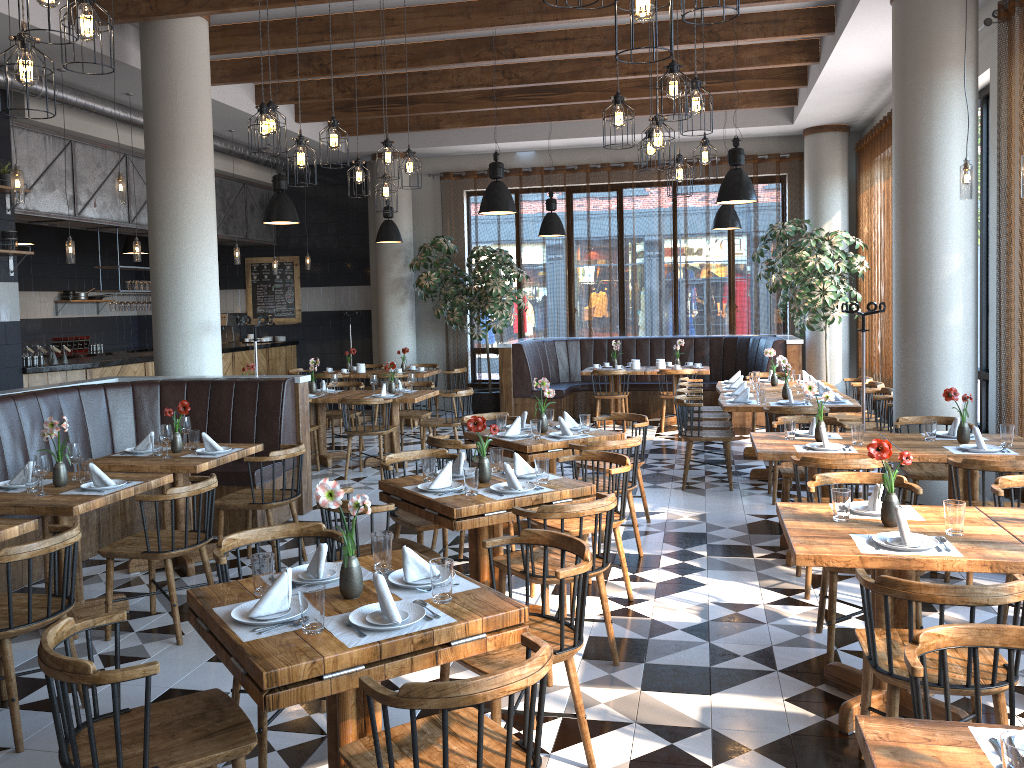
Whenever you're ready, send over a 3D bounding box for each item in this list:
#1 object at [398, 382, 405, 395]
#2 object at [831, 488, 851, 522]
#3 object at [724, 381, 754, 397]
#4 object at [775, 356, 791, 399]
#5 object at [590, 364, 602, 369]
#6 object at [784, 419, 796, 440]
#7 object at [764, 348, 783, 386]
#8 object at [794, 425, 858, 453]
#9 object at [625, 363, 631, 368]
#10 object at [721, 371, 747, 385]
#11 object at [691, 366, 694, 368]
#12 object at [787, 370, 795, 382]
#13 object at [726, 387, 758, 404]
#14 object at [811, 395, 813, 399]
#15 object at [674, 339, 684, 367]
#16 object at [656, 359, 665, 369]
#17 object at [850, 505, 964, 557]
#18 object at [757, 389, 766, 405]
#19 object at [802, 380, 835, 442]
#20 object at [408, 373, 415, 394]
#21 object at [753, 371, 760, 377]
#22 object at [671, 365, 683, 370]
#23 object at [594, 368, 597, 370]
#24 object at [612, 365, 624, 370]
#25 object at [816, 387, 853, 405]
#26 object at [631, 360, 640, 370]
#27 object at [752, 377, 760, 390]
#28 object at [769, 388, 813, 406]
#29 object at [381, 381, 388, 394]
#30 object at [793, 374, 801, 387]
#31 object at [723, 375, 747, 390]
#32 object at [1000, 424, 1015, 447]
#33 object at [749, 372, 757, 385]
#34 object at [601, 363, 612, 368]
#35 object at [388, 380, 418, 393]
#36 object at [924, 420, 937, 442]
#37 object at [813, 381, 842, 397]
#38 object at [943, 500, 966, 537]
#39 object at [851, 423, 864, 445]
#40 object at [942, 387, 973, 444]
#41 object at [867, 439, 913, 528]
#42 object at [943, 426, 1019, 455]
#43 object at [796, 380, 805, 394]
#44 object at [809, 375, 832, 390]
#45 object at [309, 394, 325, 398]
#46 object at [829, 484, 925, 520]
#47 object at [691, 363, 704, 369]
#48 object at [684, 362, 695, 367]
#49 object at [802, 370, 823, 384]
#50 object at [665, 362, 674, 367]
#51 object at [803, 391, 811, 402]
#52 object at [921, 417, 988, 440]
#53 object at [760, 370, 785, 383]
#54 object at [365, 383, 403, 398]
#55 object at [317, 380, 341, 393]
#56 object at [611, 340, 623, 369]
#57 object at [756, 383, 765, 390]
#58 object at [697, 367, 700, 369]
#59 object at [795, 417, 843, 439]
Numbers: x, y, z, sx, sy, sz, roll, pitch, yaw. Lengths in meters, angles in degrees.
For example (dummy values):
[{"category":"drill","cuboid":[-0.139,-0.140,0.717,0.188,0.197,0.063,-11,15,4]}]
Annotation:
[{"category":"object","cuboid":[-1.180,0.049,9.464,0.080,0.132,0.080,2,5,42]},{"category":"object","cuboid":[1.394,0.515,3.752,0.080,0.132,0.080,-2,4,-3]},{"category":"object","cuboid":[2.208,0.041,8.633,0.272,0.137,0.353,0,5,12]},{"category":"object","cuboid":[2.519,-0.061,8.228,0.146,0.399,0.207,0,4,17]},{"category":"object","cuboid":[1.169,-0.242,12.339,0.175,0.067,0.176,-1,5,4]},{"category":"object","cuboid":[1.850,0.305,5.896,0.080,0.132,0.080,-2,4,-3]},{"category":"object","cuboid":[2.800,-0.182,9.471,0.206,0.399,0.146,-1,3,11]},{"category":"object","cuboid":[1.948,0.335,5.521,0.352,0.137,0.272,0,5,12]},{"category":"object","cuboid":[1.682,-0.266,12.470,0.176,0.067,0.176,1,5,22]},{"category":"object","cuboid":[2.466,-0.077,9.846,0.272,0.137,0.353,0,5,12]},{"category":"object","cuboid":[2.460,-0.230,12.067,0.050,0.023,0.052,-4,5,-27]},{"category":"object","cuboid":[3.105,-0.092,9.865,0.080,0.132,0.080,-2,4,-3]},{"category":"object","cuboid":[2.089,0.096,8.073,0.272,0.137,0.353,0,5,12]},{"category":"object","cuboid":[2.736,0.075,8.159,0.080,0.132,0.080,-2,4,-3]},{"category":"object","cuboid":[2.283,-0.411,12.077,0.146,0.399,0.207,0,4,17]},{"category":"object","cuboid":[2.039,-0.276,12.156,0.130,0.128,0.130,-4,5,-34]},{"category":"object","cuboid":[1.492,0.545,3.375,0.352,0.137,0.272,0,5,12]},{"category":"object","cuboid":[2.209,0.117,7.844,0.080,0.132,0.080,-2,4,-3]},{"category":"object","cuboid":[2.005,0.176,5.803,0.207,0.399,0.146,-3,3,-24]},{"category":"object","cuboid":[-1.083,-0.004,9.564,0.081,0.215,0.081,-3,3,-24]},{"category":"object","cuboid":[2.681,-0.069,9.733,0.080,0.132,0.080,-2,4,-3]},{"category":"object","cuboid":[2.210,-0.221,11.849,0.176,0.067,0.176,-2,5,-5]},{"category":"object","cuboid":[1.151,-0.211,12.242,0.053,0.025,0.049,-1,5,1]},{"category":"object","cuboid":[1.443,-0.221,12.037,0.176,0.067,0.176,-6,7,-42]},{"category":"object","cuboid":[2.867,0.095,7.883,0.272,0.137,0.353,0,5,12]},{"category":"object","cuboid":[1.693,-0.267,12.150,0.130,0.128,0.130,-4,5,-34]},{"category":"object","cuboid":[2.506,-0.006,9.094,0.080,0.132,0.080,-2,4,-3]},{"category":"object","cuboid":[2.461,0.109,7.835,0.352,0.137,0.272,0,5,12]},{"category":"object","cuboid":[-1.383,0.038,9.636,0.080,0.132,0.080,-5,5,-43]},{"category":"object","cuboid":[2.981,-0.035,9.280,0.080,0.132,0.080,-2,4,-3]},{"category":"object","cuboid":[2.346,-0.022,9.282,0.272,0.137,0.353,0,5,12]},{"category":"object","cuboid":[3.049,0.317,5.457,0.080,0.132,0.080,1,4,37]},{"category":"object","cuboid":[2.622,-0.059,9.639,0.080,0.132,0.080,-2,4,-3]},{"category":"object","cuboid":[1.341,-0.268,12.575,0.176,0.067,0.176,-5,6,-33]},{"category":"object","cuboid":[-1.239,0.016,9.812,0.352,0.137,0.272,0,5,12]},{"category":"object","cuboid":[2.699,0.302,5.715,0.080,0.132,0.080,1,4,37]},{"category":"object","cuboid":[2.986,0.040,8.443,0.272,0.137,0.353,0,5,12]},{"category":"object","cuboid":[1.745,0.530,3.495,0.080,0.132,0.080,-2,4,-3]},{"category":"object","cuboid":[2.200,0.321,5.638,0.080,0.132,0.080,-2,4,-3]},{"category":"object","cuboid":[2.823,0.196,5.618,0.171,0.354,0.156,1,4,35]},{"category":"object","cuboid":[1.559,0.406,3.681,0.156,0.354,0.171,-2,3,-9]},{"category":"object","cuboid":[2.817,0.331,5.336,0.352,0.137,0.272,0,5,12]},{"category":"object","cuboid":[2.811,0.029,8.633,0.080,0.132,0.080,-2,4,-3]},{"category":"object","cuboid":[3.124,-0.023,9.092,0.272,0.137,0.353,0,5,12]},{"category":"object","cuboid":[-2.227,0.070,9.486,0.352,0.137,0.272,0,5,12]},{"category":"object","cuboid":[1.597,0.494,3.896,0.352,0.137,0.272,0,5,12]},{"category":"object","cuboid":[2.520,-0.246,12.038,0.175,0.067,0.176,-1,5,2]},{"category":"object","cuboid":[2.471,-0.269,12.302,0.176,0.067,0.176,1,6,26]},{"category":"object","cuboid":[3.250,-0.082,9.689,0.272,0.137,0.353,0,5,12]},{"category":"object","cuboid":[2.202,-0.274,12.412,0.176,0.067,0.176,-5,6,-33]},{"category":"object","cuboid":[2.661,0.093,7.985,0.080,0.132,0.080,-2,4,-3]},{"category":"object","cuboid":[2.921,0.281,5.858,0.352,0.137,0.272,0,5,12]},{"category":"object","cuboid":[2.879,-0.089,9.867,0.352,0.137,0.272,0,5,12]},{"category":"object","cuboid":[-1.357,0.066,9.301,0.352,0.137,0.272,0,5,12]},{"category":"object","cuboid":[-2.109,0.020,9.998,0.352,0.137,0.272,0,5,12]},{"category":"object","cuboid":[1.451,-0.411,12.297,0.146,0.399,0.207,-3,4,-21]},{"category":"object","cuboid":[2.370,0.056,8.455,0.080,0.132,0.080,-2,4,-3]},{"category":"object","cuboid":[2.514,-0.213,11.905,0.034,0.023,0.155,-1,5,3]},{"category":"object","cuboid":[2.052,0.284,6.043,0.352,0.137,0.272,0,5,12]}]
